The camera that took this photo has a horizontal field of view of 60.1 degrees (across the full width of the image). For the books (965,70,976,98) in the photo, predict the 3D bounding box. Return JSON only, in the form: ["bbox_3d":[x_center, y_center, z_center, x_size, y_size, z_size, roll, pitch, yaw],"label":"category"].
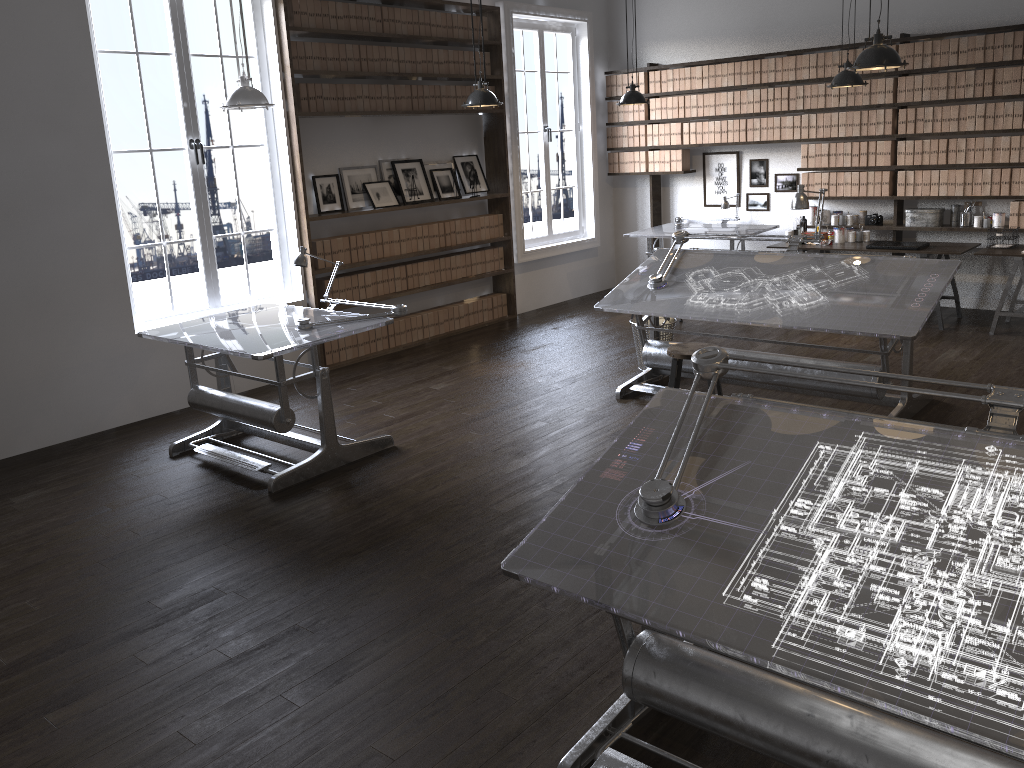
[{"bbox_3d":[3.908,-2.539,7.517,0.067,0.223,0.176,8,17,40],"label":"books"}]

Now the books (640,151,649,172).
[{"bbox_3d":[1.480,-2.438,9.704,0.067,0.223,0.176,7,17,40],"label":"books"}]

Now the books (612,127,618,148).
[{"bbox_3d":[1.192,-2.753,9.877,0.067,0.223,0.176,8,17,40],"label":"books"}]

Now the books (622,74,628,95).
[{"bbox_3d":[1.281,-3.263,9.659,0.067,0.223,0.176,8,17,40],"label":"books"}]

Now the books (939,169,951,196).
[{"bbox_3d":[3.828,-1.775,7.800,0.067,0.223,0.176,7,17,40],"label":"books"}]

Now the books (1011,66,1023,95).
[{"bbox_3d":[4.172,-2.493,7.291,0.067,0.223,0.176,8,17,40],"label":"books"}]

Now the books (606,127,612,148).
[{"bbox_3d":[1.137,-2.760,9.916,0.067,0.223,0.176,7,17,40],"label":"books"}]

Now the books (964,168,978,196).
[{"bbox_3d":[3.979,-1.750,7.676,0.067,0.223,0.176,7,17,40],"label":"books"}]

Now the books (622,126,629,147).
[{"bbox_3d":[1.297,-2.733,9.783,0.067,0.223,0.176,7,17,40],"label":"books"}]

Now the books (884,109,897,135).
[{"bbox_3d":[3.428,-2.368,7.996,0.067,0.223,0.176,8,17,40],"label":"books"}]

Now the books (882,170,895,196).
[{"bbox_3d":[3.455,-1.839,8.111,0.067,0.223,0.176,7,17,40],"label":"books"}]

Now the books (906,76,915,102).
[{"bbox_3d":[3.544,-2.603,7.828,0.067,0.223,0.176,7,17,40],"label":"books"}]

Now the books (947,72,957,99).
[{"bbox_3d":[3.803,-2.559,7.610,0.067,0.223,0.176,7,17,40],"label":"books"}]

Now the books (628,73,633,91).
[{"bbox_3d":[1.333,-3.254,9.613,0.067,0.223,0.176,8,17,40],"label":"books"}]

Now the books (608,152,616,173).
[{"bbox_3d":[1.160,-2.494,9.977,0.067,0.223,0.176,8,17,40],"label":"books"}]

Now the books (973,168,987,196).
[{"bbox_3d":[4.034,-1.741,7.630,0.067,0.223,0.176,7,17,40],"label":"books"}]

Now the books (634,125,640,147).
[{"bbox_3d":[1.408,-2.714,9.689,0.067,0.223,0.176,8,17,40],"label":"books"}]

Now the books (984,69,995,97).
[{"bbox_3d":[4.019,-2.520,7.422,0.067,0.223,0.176,7,17,40],"label":"books"}]

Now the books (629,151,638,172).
[{"bbox_3d":[1.367,-2.456,9.794,0.067,0.223,0.176,8,17,40],"label":"books"}]

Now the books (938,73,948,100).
[{"bbox_3d":[3.748,-2.566,7.649,0.067,0.223,0.176,8,17,40],"label":"books"}]

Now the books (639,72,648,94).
[{"bbox_3d":[1.440,-3.234,9.520,0.067,0.223,0.176,8,17,40],"label":"books"}]

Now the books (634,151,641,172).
[{"bbox_3d":[1.423,-2.446,9.748,0.067,0.223,0.176,7,17,40],"label":"books"}]

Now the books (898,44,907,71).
[{"bbox_3d":[3.472,-2.880,7.814,0.067,0.223,0.176,7,17,40],"label":"books"}]

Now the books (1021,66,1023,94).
[{"bbox_3d":[4.228,-2.484,7.245,0.067,0.223,0.176,7,17,40],"label":"books"}]

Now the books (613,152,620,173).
[{"bbox_3d":[1.214,-2.483,9.925,0.067,0.223,0.176,7,17,40],"label":"books"}]

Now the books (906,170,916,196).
[{"bbox_3d":[3.613,-1.812,7.981,0.067,0.223,0.176,8,17,40],"label":"books"}]

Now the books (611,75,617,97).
[{"bbox_3d":[1.168,-3.280,9.745,0.067,0.223,0.176,7,17,40],"label":"books"}]

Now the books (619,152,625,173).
[{"bbox_3d":[1.274,-2.474,9.882,0.067,0.223,0.176,8,17,40],"label":"books"}]

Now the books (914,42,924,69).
[{"bbox_3d":[3.572,-2.861,7.724,0.067,0.223,0.176,7,17,40],"label":"books"}]

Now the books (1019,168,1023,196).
[{"bbox_3d":[4.304,-1.694,7.400,0.067,0.223,0.176,7,17,40],"label":"books"}]

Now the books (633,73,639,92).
[{"bbox_3d":[1.384,-3.244,9.565,0.067,0.223,0.176,7,17,40],"label":"books"}]

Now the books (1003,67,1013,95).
[{"bbox_3d":[4.127,-2.503,7.335,0.067,0.223,0.176,7,17,40],"label":"books"}]

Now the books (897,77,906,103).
[{"bbox_3d":[3.492,-2.613,7.874,0.067,0.223,0.176,7,17,40],"label":"books"}]

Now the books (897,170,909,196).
[{"bbox_3d":[3.555,-1.821,8.025,0.067,0.223,0.176,8,17,40],"label":"books"}]

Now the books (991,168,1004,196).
[{"bbox_3d":[4.142,-1.722,7.540,0.067,0.223,0.176,8,17,40],"label":"books"}]

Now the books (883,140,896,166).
[{"bbox_3d":[3.442,-2.099,8.049,0.067,0.223,0.176,7,17,40],"label":"books"}]

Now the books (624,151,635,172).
[{"bbox_3d":[1.322,-2.465,9.838,0.067,0.223,0.176,7,17,40],"label":"books"}]

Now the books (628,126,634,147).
[{"bbox_3d":[1.354,-2.725,9.741,0.067,0.223,0.176,7,17,40],"label":"books"}]

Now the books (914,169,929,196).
[{"bbox_3d":[3.668,-1.804,7.939,0.067,0.223,0.176,7,17,40],"label":"books"}]

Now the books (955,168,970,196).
[{"bbox_3d":[3.924,-1.758,7.715,0.067,0.223,0.176,8,17,40],"label":"books"}]

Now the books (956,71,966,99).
[{"bbox_3d":[3.857,-2.550,7.565,0.067,0.223,0.176,7,17,40],"label":"books"}]

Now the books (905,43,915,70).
[{"bbox_3d":[3.517,-2.870,7.770,0.067,0.223,0.176,8,17,40],"label":"books"}]

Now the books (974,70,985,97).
[{"bbox_3d":[3.965,-2.531,7.474,0.067,0.223,0.176,8,17,40],"label":"books"}]

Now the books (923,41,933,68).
[{"bbox_3d":[3.630,-2.852,7.680,0.067,0.223,0.176,7,17,40],"label":"books"}]

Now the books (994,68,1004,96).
[{"bbox_3d":[4.079,-2.512,7.379,0.067,0.223,0.176,8,17,40],"label":"books"}]

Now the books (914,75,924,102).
[{"bbox_3d":[3.594,-2.593,7.780,0.067,0.223,0.176,8,17,40],"label":"books"}]

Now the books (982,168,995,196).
[{"bbox_3d":[4.085,-1.731,7.582,0.067,0.223,0.176,8,17,40],"label":"books"}]

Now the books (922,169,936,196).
[{"bbox_3d":[3.720,-1.794,7.893,0.067,0.223,0.176,7,17,40],"label":"books"}]

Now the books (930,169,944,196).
[{"bbox_3d":[3.771,-1.784,7.845,0.067,0.223,0.176,8,17,40],"label":"books"}]

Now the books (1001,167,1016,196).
[{"bbox_3d":[4.196,-1.711,7.488,0.067,0.223,0.176,7,17,40],"label":"books"}]

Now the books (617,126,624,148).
[{"bbox_3d":[1.246,-2.743,9.832,0.067,0.223,0.176,8,17,40],"label":"books"}]

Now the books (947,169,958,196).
[{"bbox_3d":[3.876,-1.767,7.761,0.067,0.223,0.176,7,17,40],"label":"books"}]

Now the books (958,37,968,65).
[{"bbox_3d":[3.845,-2.815,7.499,0.067,0.223,0.176,8,17,40],"label":"books"}]

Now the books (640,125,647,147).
[{"bbox_3d":[1.468,-2.705,9.646,0.067,0.223,0.176,7,17,40],"label":"books"}]

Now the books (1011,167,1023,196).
[{"bbox_3d":[4.255,-1.703,7.444,0.067,0.223,0.176,8,17,40],"label":"books"}]

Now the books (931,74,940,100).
[{"bbox_3d":[3.700,-2.576,7.695,0.067,0.223,0.176,7,17,40],"label":"books"}]

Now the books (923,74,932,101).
[{"bbox_3d":[3.651,-2.584,7.735,0.067,0.223,0.176,7,17,40],"label":"books"}]

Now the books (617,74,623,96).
[{"bbox_3d":[1.225,-3.271,9.701,0.067,0.223,0.176,7,17,40],"label":"books"}]
